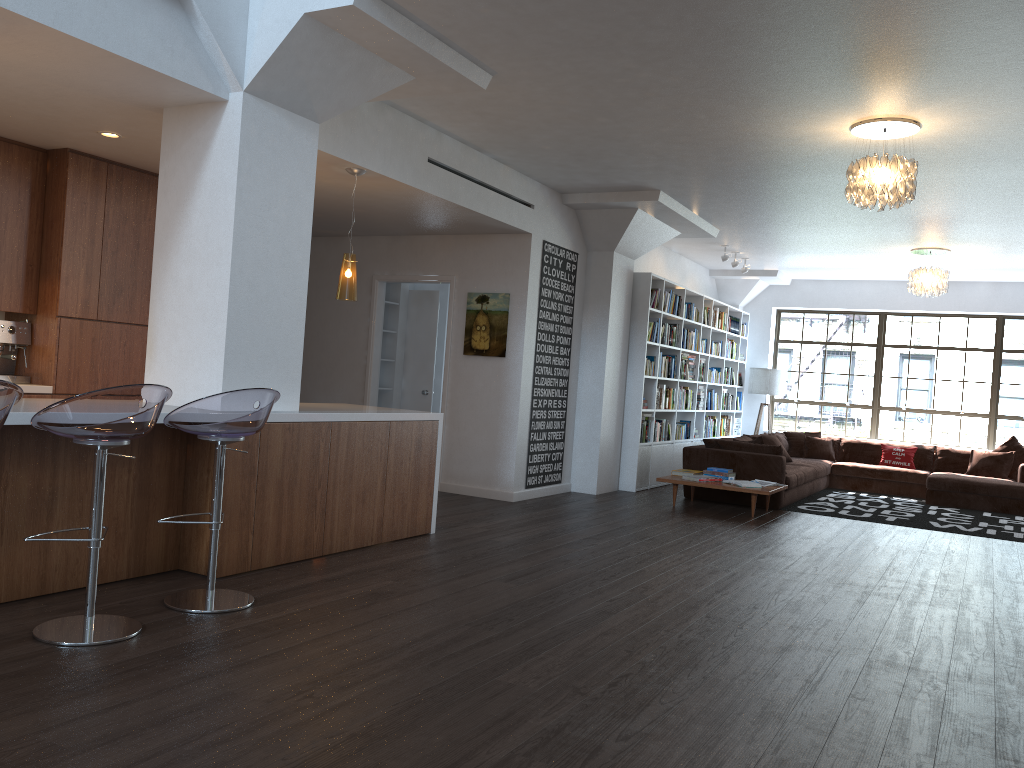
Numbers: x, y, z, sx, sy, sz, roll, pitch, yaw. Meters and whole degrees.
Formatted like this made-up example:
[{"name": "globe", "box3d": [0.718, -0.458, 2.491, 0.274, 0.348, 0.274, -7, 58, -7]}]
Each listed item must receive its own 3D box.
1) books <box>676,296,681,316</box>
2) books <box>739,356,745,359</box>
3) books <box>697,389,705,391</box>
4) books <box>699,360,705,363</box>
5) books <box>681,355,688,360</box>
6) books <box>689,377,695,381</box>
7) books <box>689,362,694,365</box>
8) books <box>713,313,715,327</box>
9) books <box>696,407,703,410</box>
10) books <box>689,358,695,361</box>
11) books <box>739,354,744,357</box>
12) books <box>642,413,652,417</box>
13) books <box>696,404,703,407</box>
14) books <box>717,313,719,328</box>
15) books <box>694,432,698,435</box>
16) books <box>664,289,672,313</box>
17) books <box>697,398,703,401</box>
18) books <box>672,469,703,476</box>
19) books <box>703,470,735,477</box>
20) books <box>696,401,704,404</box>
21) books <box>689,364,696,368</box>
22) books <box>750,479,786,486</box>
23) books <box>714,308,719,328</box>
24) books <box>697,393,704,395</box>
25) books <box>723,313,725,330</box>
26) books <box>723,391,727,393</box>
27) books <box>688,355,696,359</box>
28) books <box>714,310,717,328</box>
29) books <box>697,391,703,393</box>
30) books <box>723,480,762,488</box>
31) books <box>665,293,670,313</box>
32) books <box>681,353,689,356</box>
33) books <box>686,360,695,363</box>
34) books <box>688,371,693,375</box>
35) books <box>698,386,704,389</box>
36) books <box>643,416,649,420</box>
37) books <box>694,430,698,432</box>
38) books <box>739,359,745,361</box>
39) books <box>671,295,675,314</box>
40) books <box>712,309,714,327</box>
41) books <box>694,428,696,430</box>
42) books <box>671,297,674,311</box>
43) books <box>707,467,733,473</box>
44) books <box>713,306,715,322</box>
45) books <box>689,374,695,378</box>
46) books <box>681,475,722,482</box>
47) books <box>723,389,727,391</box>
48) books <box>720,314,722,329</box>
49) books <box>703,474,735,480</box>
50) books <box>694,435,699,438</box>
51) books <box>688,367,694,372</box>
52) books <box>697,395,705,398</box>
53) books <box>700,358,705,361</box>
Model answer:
[{"name": "books", "box3d": [1.946, -0.942, 10.741, 0.182, 0.255, 0.077, 4, 0, 28]}, {"name": "books", "box3d": [3.378, -0.407, 13.528, 0.284, 0.033, 0.197, 4, 0, 43]}, {"name": "books", "box3d": [2.444, 0.075, 11.822, 0.208, 0.024, 0.144, 4, 0, 33]}, {"name": "books", "box3d": [2.418, -0.301, 11.731, 0.223, 0.031, 0.161, 4, 0, 28]}, {"name": "books", "box3d": [2.075, -0.333, 11.079, 0.174, 0.045, 0.240, 4, 0, 28]}, {"name": "books", "box3d": [2.233, -0.066, 11.424, 0.171, 0.039, 0.246, 4, 0, 28]}, {"name": "books", "box3d": [2.242, -0.268, 11.437, 0.161, 0.033, 0.223, 4, 0, 28]}, {"name": "books", "box3d": [2.688, -0.872, 12.110, 0.144, 0.207, 0.048, 4, 0, 28]}, {"name": "books", "box3d": [2.401, 0.319, 11.831, 0.246, 0.038, 0.171, 4, 0, 28]}, {"name": "books", "box3d": [2.259, -0.322, 11.447, 0.144, 0.024, 0.208, 4, 0, 33]}, {"name": "books", "box3d": [3.380, -0.439, 13.522, 0.174, 0.032, 0.254, 4, 0, -27]}, {"name": "books", "box3d": [1.436, 0.343, 9.978, 0.223, 0.027, 0.161, 4, 0, 38]}, {"name": "books", "box3d": [2.403, 0.281, 11.834, 0.251, 0.037, 0.160, 4, 0, 33]}, {"name": "books", "box3d": [2.778, -0.875, 12.303, 0.161, 0.223, 0.026, 4, 0, 28]}, {"name": "books", "box3d": [2.332, 0.650, 11.823, 0.284, 0.033, 0.197, 4, 0, 13]}, {"name": "books", "box3d": [1.772, -0.971, 10.431, 0.176, 0.293, 0.125, 4, 0, 28]}, {"name": "books", "box3d": [2.423, 0.202, 11.838, 0.231, 0.044, 0.168, 4, 0, 23]}, {"name": "books", "box3d": [1.839, 0.930, 9.263, 0.241, 0.045, 0.334, 4, 0, 30]}, {"name": "books", "box3d": [2.145, 0.921, 9.170, 0.279, 0.035, 0.191, 4, 0, 38]}, {"name": "books", "box3d": [2.414, 0.243, 11.857, 0.259, 0.040, 0.180, 4, 0, 28]}, {"name": "books", "box3d": [2.242, -0.232, 11.429, 0.183, 0.042, 0.253, 4, 0, 28]}, {"name": "books", "box3d": [2.540, 0.988, 8.874, 0.350, 0.035, 0.256, 4, 0, -36]}, {"name": "books", "box3d": [2.760, -0.910, 12.269, 0.176, 0.290, 0.053, 4, 0, 28]}, {"name": "books", "box3d": [2.430, 0.127, 11.835, 0.223, 0.032, 0.161, 4, 0, 28]}, {"name": "books", "box3d": [2.928, -0.879, 12.574, 0.160, 0.250, 0.026, 4, 0, 28]}, {"name": "books", "box3d": [2.970, 0.106, 12.806, 0.223, 0.031, 0.161, 4, 0, 28]}, {"name": "books", "box3d": [2.266, -0.355, 11.441, 0.129, 0.043, 0.185, 4, 0, 43]}, {"name": "books", "box3d": [2.721, -0.890, 12.195, 0.171, 0.246, 0.057, 4, 0, 28]}, {"name": "books", "box3d": [2.446, 0.100, 11.812, 0.161, 0.026, 0.223, 4, 0, 18]}, {"name": "books", "box3d": [2.240, 0.966, 8.645, 0.231, 0.040, 0.342, 4, 0, -22]}, {"name": "books", "box3d": [1.734, -0.949, 10.351, 0.174, 0.242, 0.105, 4, 0, 28]}, {"name": "books", "box3d": [2.075, -0.369, 11.055, 0.223, 0.027, 0.161, 4, 0, 38]}, {"name": "books", "box3d": [2.242, -0.297, 11.465, 0.223, 0.027, 0.161, 4, 0, 18]}, {"name": "books", "box3d": [2.212, -0.147, 11.431, 0.180, 0.042, 0.259, 4, 0, 28]}, {"name": "books", "box3d": [2.440, 0.042, 11.818, 0.185, 0.041, 0.129, 4, 0, 43]}, {"name": "books", "box3d": [1.437, 0.380, 10.002, 0.174, 0.045, 0.240, 4, 0, 18]}, {"name": "books", "box3d": [2.332, 0.617, 11.828, 0.254, 0.032, 0.174, 4, 0, 33]}, {"name": "books", "box3d": [3.375, -0.373, 13.528, 0.197, 0.035, 0.284, 4, 0, -32]}, {"name": "books", "box3d": [1.843, -0.945, 10.544, 0.159, 0.248, 0.089, 4, 0, 28]}, {"name": "books", "box3d": [2.633, -0.896, 12.030, 0.189, 0.247, 0.057, 4, 0, 28]}, {"name": "books", "box3d": [2.337, 0.589, 11.824, 0.204, 0.025, 0.144, 4, 0, 28]}, {"name": "books", "box3d": [1.823, -0.932, 10.518, 0.161, 0.222, 0.083, 4, 0, 28]}, {"name": "books", "box3d": [2.151, 0.890, 9.166, 0.224, 0.027, 0.157, 4, 0, 33]}, {"name": "books", "box3d": [2.675, -0.919, 12.066, 0.140, 0.298, 0.044, 4, 0, 28]}, {"name": "books", "box3d": [2.232, -0.106, 11.424, 0.160, 0.039, 0.251, 4, 0, 33]}, {"name": "books", "box3d": [1.892, 0.941, 8.844, 0.340, 0.035, 0.236, 4, 0, -37]}, {"name": "books", "box3d": [2.976, 0.077, 12.813, 0.224, 0.030, 0.161, 4, 0, 38]}, {"name": "books", "box3d": [2.840, -0.875, 12.422, 0.168, 0.231, 0.037, 4, 0, 28]}, {"name": "books", "box3d": [2.145, 0.957, 9.165, 0.312, 0.037, 0.216, 4, 0, 18]}, {"name": "books", "box3d": [2.329, 0.684, 11.823, 0.284, 0.035, 0.197, 4, 0, 28]}, {"name": "books", "box3d": [2.234, -0.190, 11.437, 0.168, 0.045, 0.231, 4, 0, 23]}, {"name": "books", "box3d": [2.419, 0.160, 11.833, 0.253, 0.040, 0.183, 4, 0, 28]}, {"name": "books", "box3d": [2.424, -0.330, 11.738, 0.224, 0.030, 0.161, 4, 0, 38]}]
